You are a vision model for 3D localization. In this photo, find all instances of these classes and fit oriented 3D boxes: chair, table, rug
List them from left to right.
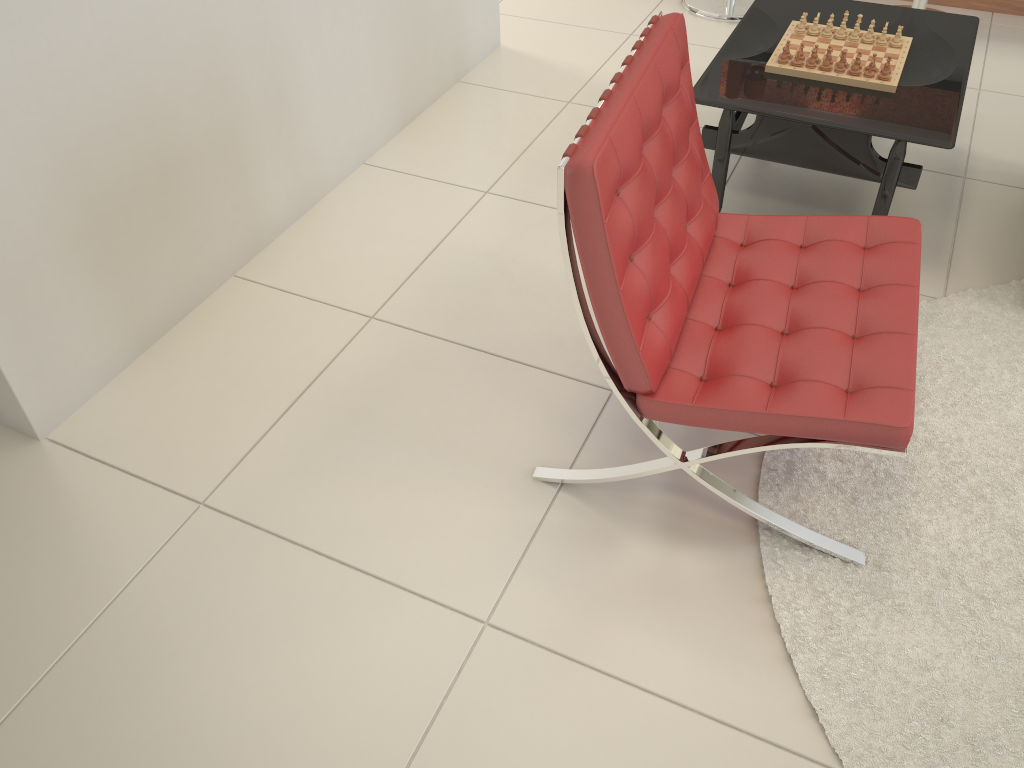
[{"bbox_3d":[0.488,-0.230,1.861,0.709,0.793,0.718,13,44,16],"label":"chair"},{"bbox_3d":[0.995,-2.108,3.746,0.462,0.991,0.473,26,49,27],"label":"chair"},{"bbox_3d":[0.997,-0.838,2.787,0.704,0.410,0.939,17,46,19],"label":"table"},{"bbox_3d":[1.712,-1.883,3.477,0.462,0.991,0.473,26,49,27],"label":"chair"},{"bbox_3d":[2.095,0.603,1.480,3.347,0.004,2.500,18,46,20],"label":"rug"}]

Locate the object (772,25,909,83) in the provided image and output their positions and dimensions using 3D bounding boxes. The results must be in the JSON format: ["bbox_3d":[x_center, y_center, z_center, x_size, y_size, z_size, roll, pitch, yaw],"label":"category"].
[{"bbox_3d":[0.972,-0.983,2.614,0.348,0.001,0.358,17,46,19],"label":"object"}]

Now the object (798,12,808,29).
[{"bbox_3d":[0.905,-1.127,2.743,0.030,0.042,0.030,23,48,25],"label":"object"}]

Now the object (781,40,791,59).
[{"bbox_3d":[0.802,-0.977,2.579,0.030,0.048,0.030,23,48,25],"label":"object"}]

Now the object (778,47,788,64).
[{"bbox_3d":[0.785,-0.949,2.553,0.030,0.042,0.030,23,48,25],"label":"object"}]

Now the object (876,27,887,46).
[{"bbox_3d":[1.105,-1.036,2.633,0.030,0.048,0.030,23,48,25],"label":"object"}]

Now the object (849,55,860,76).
[{"bbox_3d":[0.965,-0.896,2.482,0.030,0.053,0.030,23,48,25],"label":"object"}]

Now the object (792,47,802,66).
[{"bbox_3d":[0.821,-0.941,2.537,0.030,0.051,0.030,23,48,25],"label":"object"}]

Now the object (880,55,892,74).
[{"bbox_3d":[1.055,-0.897,2.484,0.030,0.048,0.030,23,48,25],"label":"object"}]

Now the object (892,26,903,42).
[{"bbox_3d":[1.158,-1.048,2.649,0.030,0.042,0.030,23,48,25],"label":"object"}]

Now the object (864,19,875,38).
[{"bbox_3d":[1.085,-1.074,2.672,0.030,0.053,0.030,23,48,25],"label":"object"}]

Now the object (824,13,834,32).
[{"bbox_3d":[0.977,-1.108,2.713,0.030,0.053,0.030,23,48,25],"label":"object"}]

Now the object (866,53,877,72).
[{"bbox_3d":[1.019,-0.908,2.497,0.030,0.048,0.030,23,48,25],"label":"object"}]

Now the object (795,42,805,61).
[{"bbox_3d":[0.838,-0.965,2.565,0.030,0.048,0.030,23,48,25],"label":"object"}]

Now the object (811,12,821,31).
[{"bbox_3d":[0.941,-1.119,2.727,0.030,0.051,0.031,11,44,14],"label":"object"}]

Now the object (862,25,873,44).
[{"bbox_3d":[1.068,-1.047,2.647,0.030,0.048,0.030,23,48,25],"label":"object"}]

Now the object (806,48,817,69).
[{"bbox_3d":[0.857,-0.930,2.523,0.030,0.053,0.030,23,48,25],"label":"object"}]

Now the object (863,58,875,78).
[{"bbox_3d":[1.002,-0.884,2.469,0.030,0.051,0.030,23,48,25],"label":"object"}]

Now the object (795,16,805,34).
[{"bbox_3d":[0.888,-1.104,2.714,0.030,0.048,0.030,23,48,25],"label":"object"}]

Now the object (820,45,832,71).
[{"bbox_3d":[0.893,-0.924,2.504,0.030,0.067,0.030,23,48,25],"label":"object"}]

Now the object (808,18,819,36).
[{"bbox_3d":[0.924,-1.092,2.701,0.030,0.048,0.030,23,48,25],"label":"object"}]

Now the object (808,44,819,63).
[{"bbox_3d":[0.874,-0.954,2.552,0.030,0.048,0.030,23,48,25],"label":"object"}]

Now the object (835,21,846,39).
[{"bbox_3d":[0.996,-1.070,2.674,0.030,0.048,0.030,23,48,25],"label":"object"}]

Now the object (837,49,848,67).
[{"bbox_3d":[0.947,-0.931,2.524,0.030,0.048,0.030,23,48,25],"label":"object"}]

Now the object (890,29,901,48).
[{"bbox_3d":[1.141,-1.024,2.619,0.030,0.048,0.030,23,48,25],"label":"object"}]

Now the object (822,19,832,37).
[{"bbox_3d":[0.960,-1.081,2.687,0.030,0.048,0.030,23,48,25],"label":"object"}]

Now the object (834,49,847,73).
[{"bbox_3d":[0.929,-0.911,2.493,0.030,0.062,0.030,23,48,25],"label":"object"}]

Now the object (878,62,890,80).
[{"bbox_3d":[1.038,-0.870,2.459,0.030,0.042,0.030,23,48,25],"label":"object"}]

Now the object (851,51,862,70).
[{"bbox_3d":[0.983,-0.920,2.511,0.030,0.048,0.030,23,48,25],"label":"object"}]

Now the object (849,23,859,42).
[{"bbox_3d":[1.032,-1.058,2.660,0.030,0.048,0.030,23,48,25],"label":"object"}]

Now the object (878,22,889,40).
[{"bbox_3d":[1.122,-1.062,2.659,0.030,0.051,0.031,11,44,14],"label":"object"}]

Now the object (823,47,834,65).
[{"bbox_3d":[0.910,-0.942,2.538,0.030,0.048,0.030,23,48,25],"label":"object"}]

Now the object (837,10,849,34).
[{"bbox_3d":[1.013,-1.102,2.694,0.030,0.067,0.030,23,48,25],"label":"object"}]

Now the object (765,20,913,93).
[{"bbox_3d":[0.972,-0.976,2.621,0.362,0.020,0.369,17,46,19],"label":"object"}]

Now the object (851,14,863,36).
[{"bbox_3d":[1.049,-1.089,2.683,0.030,0.062,0.030,23,48,25],"label":"object"}]
